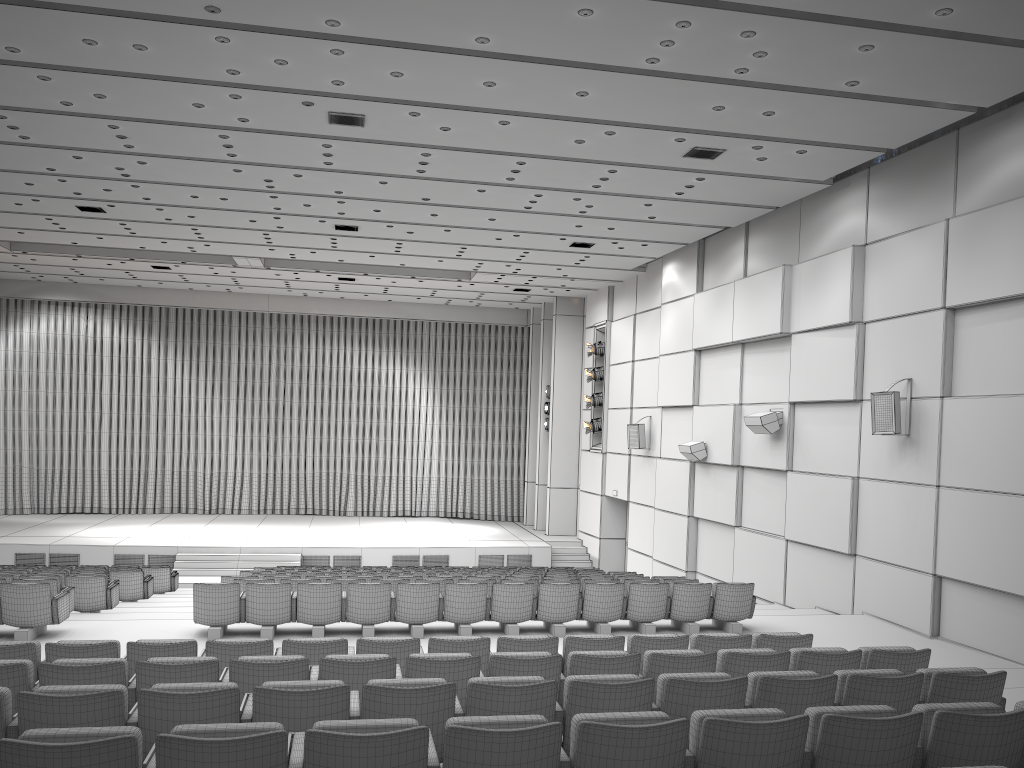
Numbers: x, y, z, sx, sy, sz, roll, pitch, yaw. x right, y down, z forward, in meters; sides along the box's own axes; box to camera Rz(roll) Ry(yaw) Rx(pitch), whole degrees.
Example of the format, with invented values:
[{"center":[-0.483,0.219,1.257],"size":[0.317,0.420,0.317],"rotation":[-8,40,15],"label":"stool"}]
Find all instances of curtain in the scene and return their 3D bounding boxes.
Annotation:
[{"center":[-7.348,0.785,26.920],"size":[16.138,6.525,1.428],"rotation":[2,1,-11],"label":"curtain"}]

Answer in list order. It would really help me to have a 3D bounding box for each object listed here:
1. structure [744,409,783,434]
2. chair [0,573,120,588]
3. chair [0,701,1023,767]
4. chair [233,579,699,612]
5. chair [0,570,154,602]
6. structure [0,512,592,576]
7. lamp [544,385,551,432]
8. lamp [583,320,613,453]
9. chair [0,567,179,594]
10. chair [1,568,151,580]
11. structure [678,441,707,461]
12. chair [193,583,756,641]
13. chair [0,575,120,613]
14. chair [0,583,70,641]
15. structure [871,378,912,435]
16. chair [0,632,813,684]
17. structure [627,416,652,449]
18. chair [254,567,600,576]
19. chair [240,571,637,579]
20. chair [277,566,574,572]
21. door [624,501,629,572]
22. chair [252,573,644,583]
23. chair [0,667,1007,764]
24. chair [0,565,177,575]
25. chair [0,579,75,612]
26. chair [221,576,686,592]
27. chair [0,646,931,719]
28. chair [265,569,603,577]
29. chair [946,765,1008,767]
[{"center":[4.095,0.603,14.339],"size":[0.471,0.417,0.520],"rotation":[2,-1,-15],"label":"structure"},{"center":[-8.712,2.873,12.208],"size":[6.053,0.622,0.612],"rotation":[2,-1,-11],"label":"chair"},{"center":[-3.295,1.561,3.207],"size":[13.756,0.622,0.612],"rotation":[2,-1,-11],"label":"chair"},{"center":[-0.463,2.810,11.511],"size":[6.053,0.622,0.612],"rotation":[2,-1,-11],"label":"chair"},{"center":[-8.936,3.069,13.289],"size":[6.603,0.622,0.612],"rotation":[2,-1,-11],"label":"chair"},{"center":[-6.846,4.342,23.924],"size":[17.827,0.846,8.317],"rotation":[2,-3,-11],"label":"structure"},{"center":[1.121,0.692,25.025],"size":[0.437,1.479,0.385],"rotation":[2,1,-15],"label":"lamp"},{"center":[2.239,0.090,22.617],"size":[0.756,3.342,1.020],"rotation":[2,1,-15],"label":"lamp"},{"center":[-9.350,3.461,15.458],"size":[6.603,0.622,0.612],"rotation":[2,-1,-11],"label":"chair"},{"center":[-9.126,3.266,14.377],"size":[6.053,0.622,0.612],"rotation":[2,-1,-11],"label":"chair"},{"center":[3.483,1.240,16.813],"size":[0.471,0.417,0.520],"rotation":[2,-1,-13],"label":"structure"},{"center":[-0.273,2.613,10.424],"size":[6.603,0.622,0.612],"rotation":[2,-1,-11],"label":"chair"},{"center":[-8.522,2.676,11.121],"size":[6.603,0.622,0.612],"rotation":[2,-1,-11],"label":"chair"},{"center":[-8.108,2.283,8.952],"size":[6.603,0.622,0.612],"rotation":[2,-1,-11],"label":"chair"},{"center":[4.856,0.290,11.338],"size":[0.408,0.745,0.411],"rotation":[2,0,37],"label":"structure"},{"center":[-3.942,2.148,6.455],"size":[13.206,0.622,0.612],"rotation":[2,-1,-11],"label":"chair"},{"center":[2.807,1.069,19.492],"size":[0.408,0.745,0.411],"rotation":[2,0,37],"label":"structure"},{"center":[-1.515,3.791,16.929],"size":[6.603,0.622,0.612],"rotation":[2,-1,-11],"label":"chair"},{"center":[-1.101,3.399,14.761],"size":[6.603,0.622,0.612],"rotation":[2,-1,-11],"label":"chair"},{"center":[-1.672,3.990,18.029],"size":[6.053,0.622,0.612],"rotation":[2,-1,-11],"label":"chair"},{"center":[3.016,3.888,21.563],"size":[0.085,2.179,1.697],"rotation":[2,0,-11],"label":"door"},{"center":[-0.877,3.203,13.680],"size":[6.053,0.622,0.612],"rotation":[2,-1,-11],"label":"chair"},{"center":[-3.528,1.756,4.286],"size":[13.206,0.622,0.612],"rotation":[2,-1,-11],"label":"chair"},{"center":[-9.507,3.660,16.558],"size":[6.053,0.622,0.612],"rotation":[2,-1,-11],"label":"chair"},{"center":[-8.298,2.480,10.040],"size":[6.053,0.622,0.612],"rotation":[2,-1,-11],"label":"chair"},{"center":[-0.687,3.006,12.592],"size":[6.603,0.622,0.612],"rotation":[2,-1,-11],"label":"chair"},{"center":[-3.709,1.953,5.376],"size":[13.756,0.622,0.612],"rotation":[2,-1,-11],"label":"chair"},{"center":[-1.291,3.596,15.848],"size":[6.053,0.622,0.612],"rotation":[2,-1,-11],"label":"chair"},{"center":[-3.114,1.363,2.118],"size":[13.206,0.622,0.612],"rotation":[2,-1,-11],"label":"chair"}]
